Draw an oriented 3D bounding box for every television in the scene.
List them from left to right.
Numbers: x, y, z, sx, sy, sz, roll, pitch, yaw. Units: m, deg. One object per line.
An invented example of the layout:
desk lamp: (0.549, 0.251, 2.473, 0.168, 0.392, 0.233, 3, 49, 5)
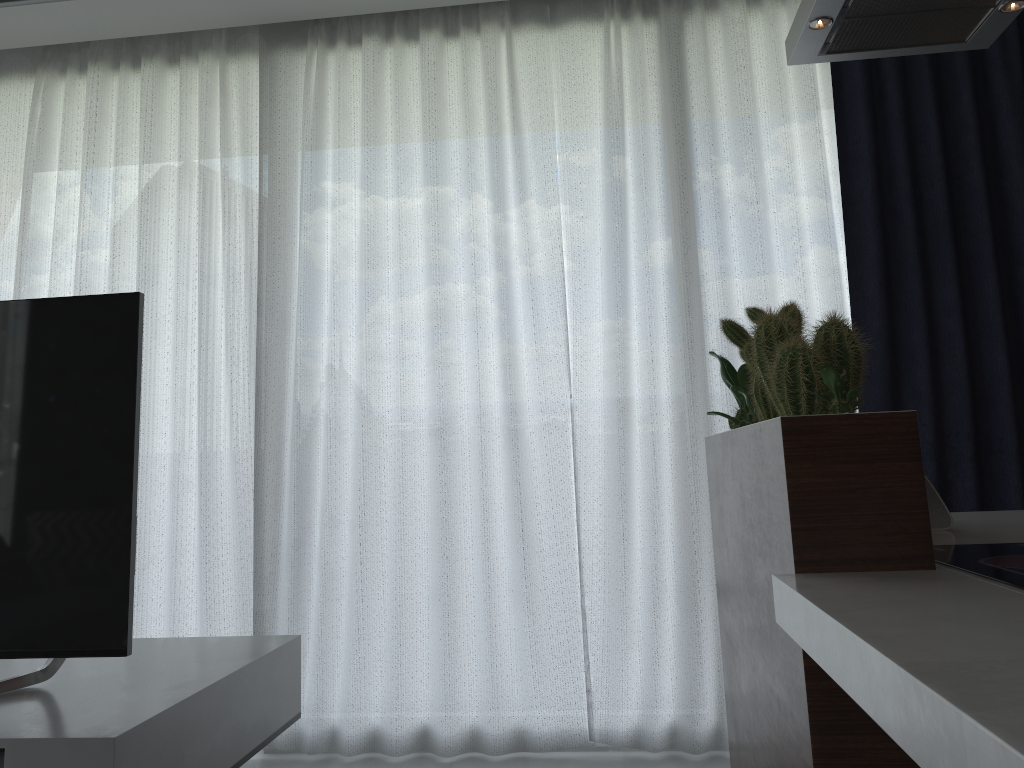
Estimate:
television: (-1.345, 0.239, 1.812, 1.229, 0.798, 0.293, -3, -10, 6)

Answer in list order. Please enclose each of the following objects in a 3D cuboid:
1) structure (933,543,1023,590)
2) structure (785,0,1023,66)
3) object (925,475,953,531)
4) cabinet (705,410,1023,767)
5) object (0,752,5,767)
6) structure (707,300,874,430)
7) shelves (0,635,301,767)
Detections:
structure: (0.806, 0.224, 0.994, 0.504, 0.058, 0.755, -3, -5, 6)
structure: (0.784, -1.170, 1.585, 0.446, 0.770, 1.031, -3, -7, 6)
object: (0.740, 0.222, 1.849, 0.221, 0.147, 0.340, -3, -6, 6)
cabinet: (0.638, -0.338, 0.605, 0.786, 2.586, 3.294, -3, -7, 6)
object: (-1.056, 0.758, 1.626, 0.430, 0.054, 0.331, -3, -5, 6)
structure: (0.497, -0.037, 1.707, 0.222, 0.290, 0.989, -4, -6, 9)
shelves: (-1.753, 0.923, 1.946, 2.347, 0.506, 0.862, -3, -7, 6)
